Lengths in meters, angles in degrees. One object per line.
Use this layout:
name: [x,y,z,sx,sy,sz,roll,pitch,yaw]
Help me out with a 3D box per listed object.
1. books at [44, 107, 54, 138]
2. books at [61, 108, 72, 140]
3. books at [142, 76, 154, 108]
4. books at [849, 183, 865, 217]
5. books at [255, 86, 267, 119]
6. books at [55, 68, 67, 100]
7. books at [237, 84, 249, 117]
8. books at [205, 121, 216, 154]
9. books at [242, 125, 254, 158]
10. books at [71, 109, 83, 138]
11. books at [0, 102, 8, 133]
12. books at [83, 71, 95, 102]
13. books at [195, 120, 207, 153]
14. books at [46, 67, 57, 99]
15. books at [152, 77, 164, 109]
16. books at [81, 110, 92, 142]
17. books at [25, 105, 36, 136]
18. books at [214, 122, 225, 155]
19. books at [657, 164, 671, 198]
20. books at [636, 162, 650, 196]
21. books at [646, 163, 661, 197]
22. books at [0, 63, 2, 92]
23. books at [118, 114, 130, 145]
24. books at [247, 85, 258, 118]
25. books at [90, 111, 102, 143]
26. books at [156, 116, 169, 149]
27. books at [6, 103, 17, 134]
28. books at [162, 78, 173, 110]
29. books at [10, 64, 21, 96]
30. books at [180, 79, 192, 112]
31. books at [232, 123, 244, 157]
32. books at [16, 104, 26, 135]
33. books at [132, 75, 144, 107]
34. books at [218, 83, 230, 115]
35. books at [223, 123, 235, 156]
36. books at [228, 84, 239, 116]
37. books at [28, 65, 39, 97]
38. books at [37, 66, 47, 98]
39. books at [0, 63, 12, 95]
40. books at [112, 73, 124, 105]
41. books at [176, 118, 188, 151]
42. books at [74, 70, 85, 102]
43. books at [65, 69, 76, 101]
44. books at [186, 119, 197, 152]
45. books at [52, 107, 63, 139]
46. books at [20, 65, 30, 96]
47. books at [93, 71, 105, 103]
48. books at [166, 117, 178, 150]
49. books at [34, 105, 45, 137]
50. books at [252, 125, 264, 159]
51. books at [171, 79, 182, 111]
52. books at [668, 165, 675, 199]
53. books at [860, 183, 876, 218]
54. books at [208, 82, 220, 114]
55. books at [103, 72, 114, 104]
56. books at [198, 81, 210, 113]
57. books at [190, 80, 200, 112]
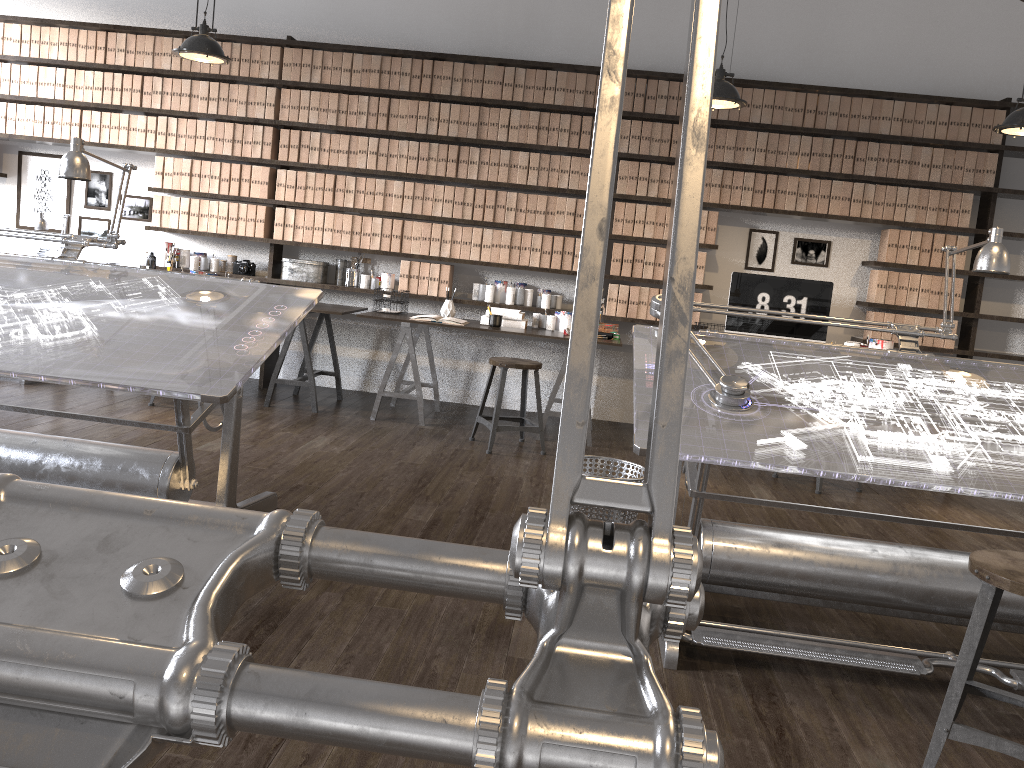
books: [-3.281,-1.866,6.371,0.067,0.225,0.175,6,6,5]
books: [-3.153,-1.852,6.367,0.067,0.224,0.175,6,6,5]
books: [-2.547,-2.055,6.294,0.067,0.224,0.175,6,6,5]
books: [2.277,-1.220,5.905,0.067,0.224,0.175,6,6,5]
books: [-1.733,-1.959,6.223,0.067,0.224,0.175,6,6,5]
books: [-3.184,-2.129,6.342,0.067,0.225,0.175,6,6,4]
books: [-1.862,-1.974,6.231,0.067,0.225,0.175,6,6,4]
books: [-2.098,-1.735,6.275,0.067,0.224,0.175,6,6,4]
books: [-1.832,-1.704,6.255,0.067,0.224,0.175,6,6,4]
books: [-3.080,-1.842,6.355,0.067,0.225,0.175,6,6,4]
books: [-3.632,-1.907,6.402,0.067,0.225,0.175,6,6,4]
books: [-2.976,-2.105,6.327,0.067,0.224,0.175,6,6,4]
books: [-2.170,-1.743,6.279,0.067,0.225,0.175,6,6,5]
books: [-3.255,-2.138,6.350,0.067,0.224,0.175,6,6,5]
books: [-2.477,-2.046,6.284,0.067,0.224,0.175,6,6,5]
books: [-3.005,-1.834,6.354,0.067,0.224,0.175,6,6,5]
books: [-3.424,-1.883,6.386,0.067,0.224,0.175,6,6,4]
books: [-2.036,-1.728,6.271,0.067,0.224,0.175,6,6,4]
books: [1.030,-1.368,6.017,0.067,0.224,0.175,6,6,5]
books: [0.889,-1.383,6.021,0.067,0.224,0.175,6,6,4]
books: [0.961,-1.375,6.019,0.067,0.224,0.175,6,6,4]
books: [-3.661,-2.186,6.388,0.067,0.224,0.175,6,6,4]
books: [-2.728,-1.801,6.325,0.067,0.225,0.175,6,6,5]
books: [-1.795,-1.967,6.230,0.067,0.224,0.175,6,6,5]
books: [-2.935,-1.825,6.344,0.067,0.224,0.175,6,6,5]
books: [-2.450,-1.775,6.301,0.067,0.224,0.175,6,6,5]
books: [-3.562,-1.899,6.400,0.067,0.224,0.175,6,6,5]
books: [-2.406,-2.039,6.282,0.067,0.224,0.175,6,6,4]
books: [-3.520,-2.169,6.375,0.067,0.224,0.175,6,6,5]
books: [-2.270,-2.022,6.265,0.067,0.225,0.175,6,6,5]
books: [-1.903,-1.712,6.261,0.067,0.224,0.175,6,6,4]
books: [-3.493,-1.892,6.396,0.067,0.224,0.175,6,6,5]
books: [-2.621,-2.063,6.295,0.067,0.225,0.175,6,6,4]
books: [-1.999,-1.991,6.247,0.067,0.224,0.175,6,6,4]
books: [-1.970,-1.719,6.261,0.067,0.225,0.175,6,6,5]
books: [-1.930,-1.983,6.243,0.067,0.224,0.175,6,6,4]
books: [-3.384,-2.152,6.358,0.067,0.225,0.175,6,6,4]
books: [-3.317,-2.145,6.357,0.067,0.224,0.175,6,6,5]
books: [-3.591,-2.177,6.377,0.067,0.224,0.175,6,6,4]
books: [-2.770,-2.081,6.311,0.067,0.224,0.175,6,6,4]
books: [-2.308,-1.760,6.296,0.067,0.224,0.175,6,6,4]
books: [-3.044,-2.113,6.336,0.067,0.224,0.175,6,6,5]
books: [-3.114,-2.121,6.340,0.067,0.224,0.175,6,6,5]
books: [-2.239,-1.751,6.288,0.067,0.224,0.175,6,6,4]
books: [-3.218,-1.859,6.370,0.067,0.224,0.175,6,6,4]
books: [-3.450,-2.161,6.369,0.067,0.224,0.175,6,6,5]
books: [-2.904,-2.096,6.317,0.067,0.224,0.175,6,6,4]
books: [-2.378,-1.767,6.298,0.067,0.224,0.175,6,6,5]
books: [-3.353,-1.874,6.377,0.067,0.224,0.175,6,6,4]
books: [-1.763,-1.695,6.245,0.067,0.224,0.175,6,6,5]
books: [-2.336,-2.030,6.276,0.067,0.224,0.175,6,6,4]
books: [1.099,-1.359,6.009,0.067,0.224,0.175,6,6,5]
books: [2.349,-1.213,5.903,0.067,0.224,0.175,6,6,5]
books: [-2.069,-1.998,6.249,0.067,0.225,0.175,6,6,5]
books: [-2.833,-2.088,6.311,0.067,0.225,0.175,6,6,5]
books: [-2.141,-2.007,6.257,0.067,0.224,0.175,6,6,4]
books: [-2.203,-2.015,6.264,0.067,0.224,0.175,6,6,4]
